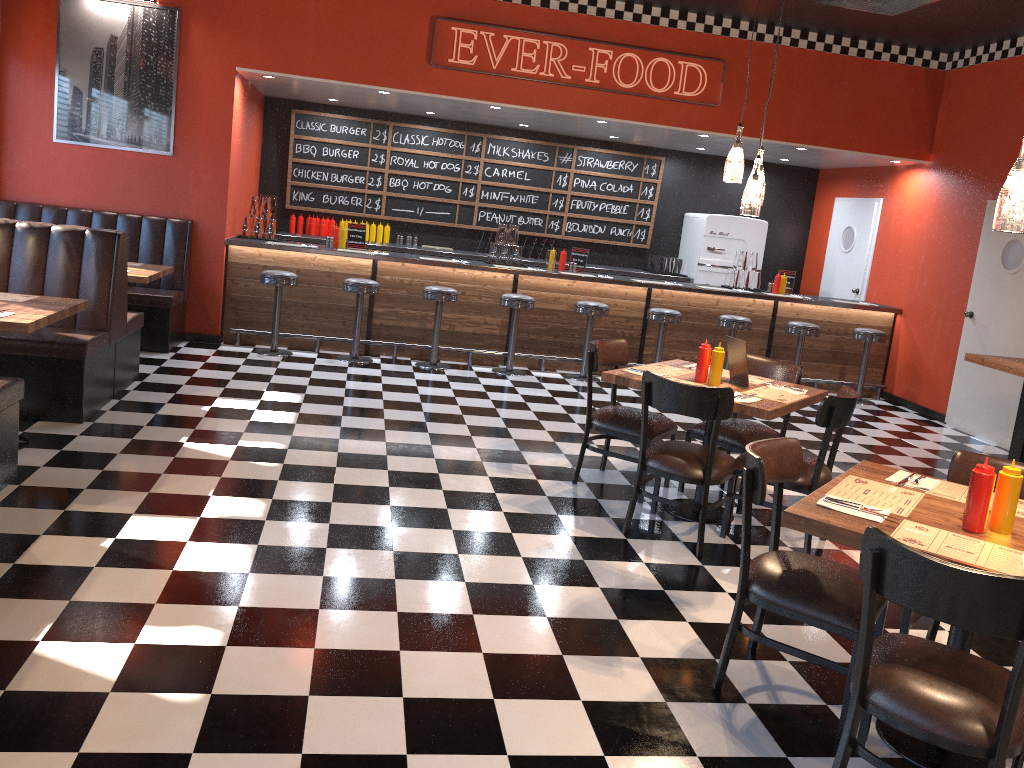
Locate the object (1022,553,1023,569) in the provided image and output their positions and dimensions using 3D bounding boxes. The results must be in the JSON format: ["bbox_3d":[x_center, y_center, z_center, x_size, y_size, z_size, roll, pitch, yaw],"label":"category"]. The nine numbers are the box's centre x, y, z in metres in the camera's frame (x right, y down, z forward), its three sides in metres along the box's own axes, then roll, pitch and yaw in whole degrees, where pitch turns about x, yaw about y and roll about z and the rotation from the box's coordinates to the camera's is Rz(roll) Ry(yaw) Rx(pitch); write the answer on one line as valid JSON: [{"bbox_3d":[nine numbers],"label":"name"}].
[{"bbox_3d":[1.537,0.516,2.510,0.158,0.019,0.256,12,13,27],"label":"object"}]

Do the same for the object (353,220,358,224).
[{"bbox_3d":[-1.890,-1.857,10.662,0.068,0.236,0.068,5,9,-12],"label":"object"}]

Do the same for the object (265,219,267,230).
[{"bbox_3d":[-2.909,-1.895,10.334,0.105,0.207,0.106,2,10,-25],"label":"object"}]

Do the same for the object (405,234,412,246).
[{"bbox_3d":[-1.255,-1.761,10.815,0.047,0.135,0.094,13,11,34],"label":"object"}]

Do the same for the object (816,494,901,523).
[{"bbox_3d":[1.122,0.400,2.852,0.256,0.019,0.158,14,14,33],"label":"object"}]

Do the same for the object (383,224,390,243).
[{"bbox_3d":[-1.517,-1.832,10.756,0.068,0.236,0.068,5,9,-8],"label":"object"}]

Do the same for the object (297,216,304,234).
[{"bbox_3d":[-2.520,-1.908,10.552,0.068,0.236,0.068,8,9,6],"label":"object"}]

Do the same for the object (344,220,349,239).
[{"bbox_3d":[-1.983,-1.852,10.587,0.068,0.236,0.068,1,11,-33],"label":"object"}]

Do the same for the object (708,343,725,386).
[{"bbox_3d":[1.118,-0.110,4.834,0.068,0.236,0.068,7,9,4],"label":"object"}]

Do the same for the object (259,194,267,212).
[{"bbox_3d":[-2.877,-2.086,10.243,0.105,0.207,0.106,2,10,-25],"label":"object"}]

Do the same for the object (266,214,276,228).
[{"bbox_3d":[-2.784,-1.863,10.244,0.105,0.207,0.106,2,10,-25],"label":"object"}]

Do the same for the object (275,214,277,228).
[{"bbox_3d":[-2.803,-1.888,10.360,0.105,0.207,0.106,2,10,-25],"label":"object"}]

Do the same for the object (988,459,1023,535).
[{"bbox_3d":[1.557,0.351,2.788,0.068,0.236,0.068,6,9,-5],"label":"object"}]

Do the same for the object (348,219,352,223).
[{"bbox_3d":[-1.960,-1.869,10.685,0.068,0.236,0.068,5,9,-8],"label":"object"}]

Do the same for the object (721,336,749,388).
[{"bbox_3d":[1.260,-0.126,4.948,0.072,0.255,0.190,3,10,-20],"label":"object"}]

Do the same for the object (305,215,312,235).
[{"bbox_3d":[-2.432,-1.909,10.609,0.068,0.236,0.068,5,9,-8],"label":"object"}]

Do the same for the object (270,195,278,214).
[{"bbox_3d":[-2.768,-2.079,10.268,0.105,0.207,0.106,2,10,-25],"label":"object"}]

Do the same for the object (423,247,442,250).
[{"bbox_3d":[-0.914,-1.657,10.829,0.365,0.001,0.263,5,11,-10],"label":"object"}]

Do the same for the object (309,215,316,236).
[{"bbox_3d":[-2.368,-1.887,10.536,0.068,0.236,0.068,1,11,-33],"label":"object"}]

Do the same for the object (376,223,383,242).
[{"bbox_3d":[-1.601,-1.839,10.740,0.068,0.236,0.068,5,9,-9],"label":"object"}]

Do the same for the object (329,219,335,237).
[{"bbox_3d":[-2.154,-1.876,10.607,0.068,0.236,0.068,5,9,-8],"label":"object"}]

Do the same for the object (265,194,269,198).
[{"bbox_3d":[-2.884,-2.111,10.360,0.105,0.207,0.106,2,10,-25],"label":"object"}]

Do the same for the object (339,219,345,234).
[{"bbox_3d":[-2.044,-1.873,10.655,0.068,0.236,0.068,1,11,-33],"label":"object"}]

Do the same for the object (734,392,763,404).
[{"bbox_3d":[1.190,0.065,4.560,0.158,0.019,0.255,15,14,35],"label":"object"}]

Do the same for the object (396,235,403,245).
[{"bbox_3d":[-1.364,-1.768,10.788,0.094,0.135,0.047,11,10,25],"label":"object"}]

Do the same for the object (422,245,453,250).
[{"bbox_3d":[-0.912,-1.671,10.827,0.365,0.001,0.263,5,11,-9],"label":"object"}]

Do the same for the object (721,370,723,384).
[{"bbox_3d":[1.144,-0.078,4.953,0.046,0.135,0.094,3,10,-20],"label":"object"}]

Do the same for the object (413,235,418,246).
[{"bbox_3d":[-1.174,-1.746,10.788,0.046,0.135,0.094,4,10,-15],"label":"object"}]

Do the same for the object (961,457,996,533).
[{"bbox_3d":[1.465,0.343,2.774,0.068,0.236,0.068,6,9,-5],"label":"object"}]

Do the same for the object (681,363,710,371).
[{"bbox_3d":[1.133,-0.104,5.372,0.158,0.019,0.255,15,14,37],"label":"object"}]

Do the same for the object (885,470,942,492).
[{"bbox_3d":[1.482,0.356,3.277,0.158,0.019,0.255,15,14,36],"label":"object"}]

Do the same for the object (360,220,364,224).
[{"bbox_3d":[-1.819,-1.860,10.721,0.068,0.236,0.068,1,11,-33],"label":"object"}]

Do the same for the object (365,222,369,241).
[{"bbox_3d":[-1.757,-1.843,10.670,0.068,0.236,0.068,1,11,-33],"label":"object"}]

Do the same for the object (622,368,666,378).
[{"bbox_3d":[0.754,-0.061,4.942,0.256,0.019,0.158,16,14,38],"label":"object"}]

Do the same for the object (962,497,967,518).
[{"bbox_3d":[1.507,0.378,2.887,0.047,0.135,0.094,14,12,39],"label":"object"}]

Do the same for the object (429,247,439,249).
[{"bbox_3d":[-0.913,-1.665,10.828,0.365,0.001,0.263,5,11,-10],"label":"object"}]

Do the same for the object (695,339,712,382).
[{"bbox_3d":[1.061,-0.131,4.905,0.068,0.236,0.068,12,11,32],"label":"object"}]

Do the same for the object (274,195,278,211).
[{"bbox_3d":[-2.796,-2.104,10.380,0.105,0.207,0.106,2,10,-25],"label":"object"}]

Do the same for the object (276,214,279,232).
[{"bbox_3d":[-2.809,-1.912,10.474,0.105,0.207,0.106,2,10,-25],"label":"object"}]

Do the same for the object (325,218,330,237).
[{"bbox_3d":[-2.224,-1.896,10.664,0.068,0.236,0.068,5,9,-9],"label":"object"}]

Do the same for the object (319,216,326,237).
[{"bbox_3d":[-2.260,-1.881,10.571,0.068,0.236,0.068,5,9,-8],"label":"object"}]

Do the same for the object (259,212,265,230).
[{"bbox_3d":[-2.897,-1.870,10.213,0.105,0.207,0.106,2,10,-25],"label":"object"}]

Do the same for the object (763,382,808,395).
[{"bbox_3d":[1.528,0.019,4.989,0.256,0.019,0.158,13,13,29],"label":"object"}]

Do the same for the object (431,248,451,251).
[{"bbox_3d":[-0.914,-1.656,10.829,0.365,0.001,0.263,5,11,-9],"label":"object"}]

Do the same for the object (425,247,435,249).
[{"bbox_3d":[-0.913,-1.660,10.829,0.365,0.001,0.263,4,11,-11],"label":"object"}]

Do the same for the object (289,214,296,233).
[{"bbox_3d":[-2.610,-1.914,10.531,0.068,0.236,0.068,1,11,-33],"label":"object"}]

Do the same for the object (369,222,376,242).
[{"bbox_3d":[-1.683,-1.843,10.716,0.068,0.236,0.068,5,9,-12],"label":"object"}]

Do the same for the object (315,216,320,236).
[{"bbox_3d":[-2.338,-1.900,10.622,0.068,0.236,0.068,5,9,-8],"label":"object"}]
